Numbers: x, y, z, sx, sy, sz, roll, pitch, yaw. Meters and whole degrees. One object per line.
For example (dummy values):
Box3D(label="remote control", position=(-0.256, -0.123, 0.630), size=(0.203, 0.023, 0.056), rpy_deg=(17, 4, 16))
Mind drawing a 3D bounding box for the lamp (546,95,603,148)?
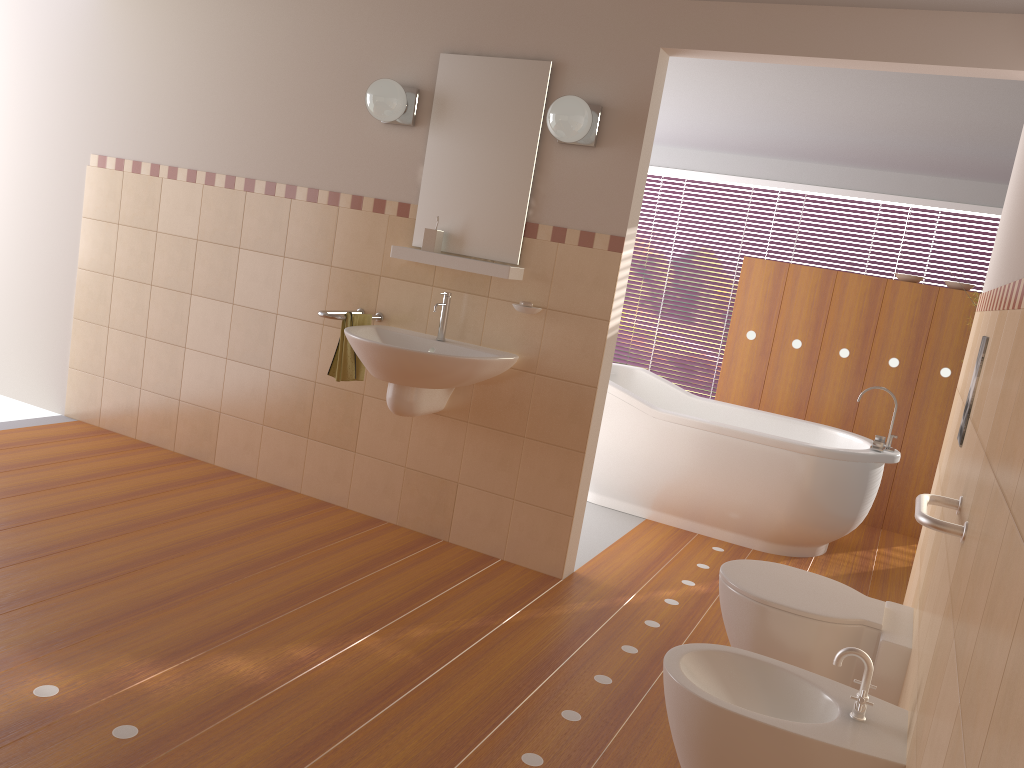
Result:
Box3D(label="lamp", position=(0.224, -0.997, 3.350), size=(0.173, 0.173, 0.209), rpy_deg=(13, 10, 24))

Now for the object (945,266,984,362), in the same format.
Box3D(label="object", position=(2.715, 0.265, 4.609), size=(1.335, 1.557, 0.683), rpy_deg=(4, 11, -33))

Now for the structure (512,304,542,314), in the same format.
Box3D(label="structure", position=(0.051, -0.298, 3.548), size=(0.117, 0.029, 0.092), rpy_deg=(13, 10, 24))

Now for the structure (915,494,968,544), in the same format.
Box3D(label="structure", position=(0.848, 0.255, 1.757), size=(0.091, 0.042, 0.295), rpy_deg=(13, 10, 24))

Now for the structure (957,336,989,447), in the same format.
Box3D(label="structure", position=(1.170, 0.016, 2.255), size=(0.005, 0.279, 0.170), rpy_deg=(13, 10, 24))

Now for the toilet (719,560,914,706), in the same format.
Box3D(label="toilet", position=(0.824, 0.784, 2.542), size=(0.534, 0.400, 0.375), rpy_deg=(13, 10, 24))

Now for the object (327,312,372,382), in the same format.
Box3D(label="object", position=(-0.667, -0.154, 3.755), size=(0.085, 0.306, 0.181), rpy_deg=(17, 11, 39))

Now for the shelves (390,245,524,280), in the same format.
Box3D(label="shelves", position=(-0.228, -0.498, 3.638), size=(0.554, 0.050, 0.138), rpy_deg=(13, 10, 24))

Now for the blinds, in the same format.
Box3D(label="blinds", position=(2.322, -0.409, 6.818), size=(4.712, 2.022, 0.032), rpy_deg=(13, 10, 24))

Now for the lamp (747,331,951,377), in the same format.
Box3D(label="lamp", position=(1.993, -0.185, 5.318), size=(1.169, 0.052, 0.001), rpy_deg=(13, 10, 24))

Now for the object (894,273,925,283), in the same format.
Box3D(label="object", position=(2.354, -0.622, 5.262), size=(0.173, 0.046, 0.173), rpy_deg=(13, 10, 24))

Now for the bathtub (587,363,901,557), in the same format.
Box3D(label="bathtub", position=(1.104, 0.289, 4.866), size=(1.874, 0.900, 0.888), rpy_deg=(13, 10, 24))

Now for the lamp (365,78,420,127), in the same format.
Box3D(label="lamp", position=(-0.513, -1.173, 3.680), size=(0.173, 0.173, 0.209), rpy_deg=(13, 10, 24))

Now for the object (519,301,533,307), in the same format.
Box3D(label="object", position=(0.056, -0.319, 3.545), size=(0.050, 0.023, 0.075), rpy_deg=(8, 9, -11))

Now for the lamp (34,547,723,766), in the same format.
Box3D(label="lamp", position=(-0.975, 0.582, 3.705), size=(3.173, 0.001, 2.893), rpy_deg=(13, 10, 24))

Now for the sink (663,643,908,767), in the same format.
Box3D(label="sink", position=(0.562, 0.776, 1.931), size=(0.515, 0.517, 0.335), rpy_deg=(13, 10, 24))

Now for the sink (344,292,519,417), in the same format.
Box3D(label="sink", position=(-0.375, -0.111, 3.517), size=(0.683, 0.516, 0.539), rpy_deg=(13, 10, 24))

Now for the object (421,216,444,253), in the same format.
Box3D(label="object", position=(-0.326, -0.621, 3.667), size=(0.063, 0.149, 0.073), rpy_deg=(13, 10, 24))

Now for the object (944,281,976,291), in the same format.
Box3D(label="object", position=(2.597, -0.564, 5.154), size=(0.173, 0.046, 0.173), rpy_deg=(13, 10, 24))

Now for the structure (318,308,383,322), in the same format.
Box3D(label="structure", position=(-0.695, -0.292, 3.763), size=(0.142, 0.042, 0.333), rpy_deg=(13, 10, 24))

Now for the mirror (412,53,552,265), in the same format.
Box3D(label="mirror", position=(-0.135, -0.923, 3.619), size=(0.502, 0.799, 0.008), rpy_deg=(13, 10, 24))
